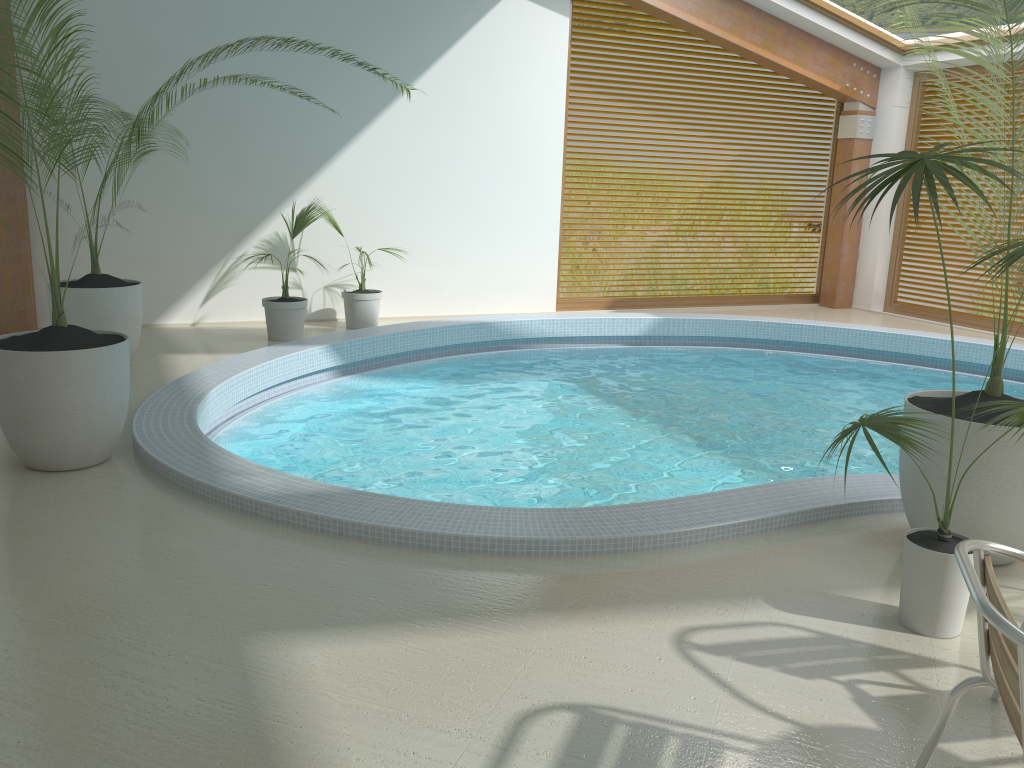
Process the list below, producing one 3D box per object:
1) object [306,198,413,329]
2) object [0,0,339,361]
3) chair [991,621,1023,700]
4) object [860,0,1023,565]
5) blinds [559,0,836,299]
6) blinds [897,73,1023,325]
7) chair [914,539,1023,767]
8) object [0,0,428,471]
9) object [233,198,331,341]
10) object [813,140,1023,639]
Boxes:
[{"bbox_3d":[-1.499,-1.200,8.825,1.067,1.310,0.822,-1,13,-12],"label":"object"},{"bbox_3d":[-3.065,-1.621,6.710,2.729,2.960,2.979,-10,18,-43],"label":"object"},{"bbox_3d":[1.839,0.680,2.484,0.618,0.727,0.563,-1,13,-12],"label":"chair"},{"bbox_3d":[2.174,-0.676,3.456,2.979,2.960,2.729,0,13,-7],"label":"object"},{"bbox_3d":[2.361,-3.049,11.299,4.500,4.025,0.099,-4,14,-24],"label":"blinds"},{"bbox_3d":[6.007,-1.979,9.738,0.095,2.921,4.200,-4,14,-24],"label":"blinds"},{"bbox_3d":[1.239,0.786,1.929,0.563,0.727,0.618,6,14,17],"label":"chair"},{"bbox_3d":[-2.265,-1.087,4.522,2.979,2.960,2.729,10,15,30],"label":"object"},{"bbox_3d":[-2.009,-1.060,8.136,0.822,1.310,1.067,6,13,14],"label":"object"},{"bbox_3d":[1.486,0.062,2.982,1.059,1.695,0.791,5,13,11],"label":"object"}]
